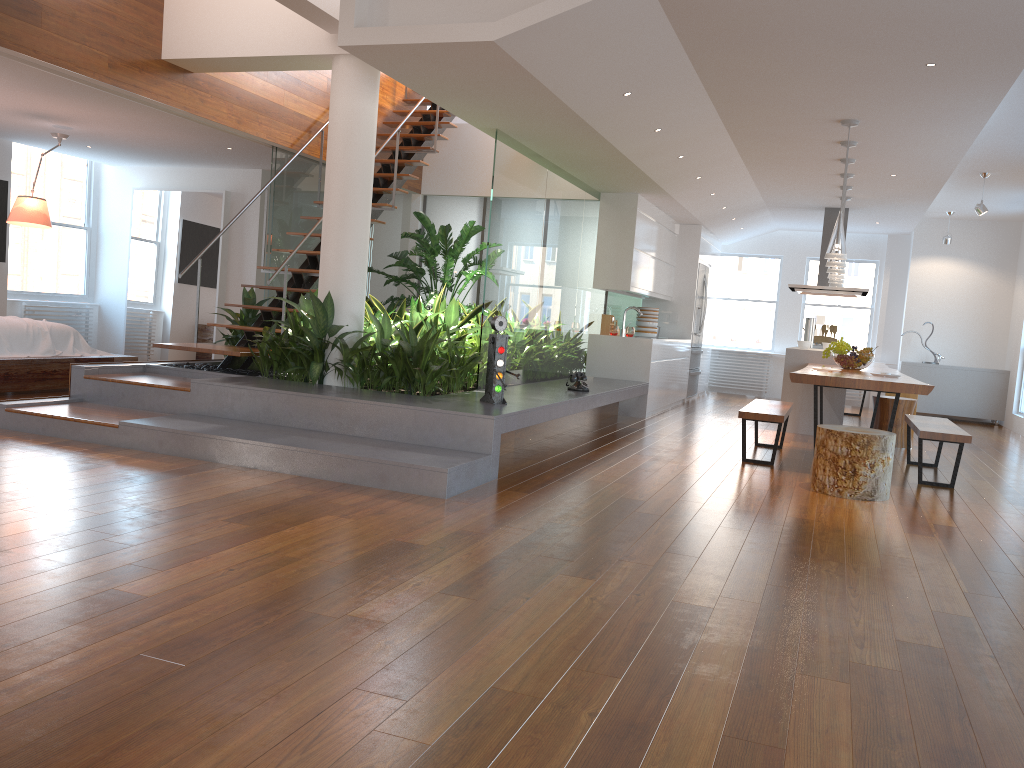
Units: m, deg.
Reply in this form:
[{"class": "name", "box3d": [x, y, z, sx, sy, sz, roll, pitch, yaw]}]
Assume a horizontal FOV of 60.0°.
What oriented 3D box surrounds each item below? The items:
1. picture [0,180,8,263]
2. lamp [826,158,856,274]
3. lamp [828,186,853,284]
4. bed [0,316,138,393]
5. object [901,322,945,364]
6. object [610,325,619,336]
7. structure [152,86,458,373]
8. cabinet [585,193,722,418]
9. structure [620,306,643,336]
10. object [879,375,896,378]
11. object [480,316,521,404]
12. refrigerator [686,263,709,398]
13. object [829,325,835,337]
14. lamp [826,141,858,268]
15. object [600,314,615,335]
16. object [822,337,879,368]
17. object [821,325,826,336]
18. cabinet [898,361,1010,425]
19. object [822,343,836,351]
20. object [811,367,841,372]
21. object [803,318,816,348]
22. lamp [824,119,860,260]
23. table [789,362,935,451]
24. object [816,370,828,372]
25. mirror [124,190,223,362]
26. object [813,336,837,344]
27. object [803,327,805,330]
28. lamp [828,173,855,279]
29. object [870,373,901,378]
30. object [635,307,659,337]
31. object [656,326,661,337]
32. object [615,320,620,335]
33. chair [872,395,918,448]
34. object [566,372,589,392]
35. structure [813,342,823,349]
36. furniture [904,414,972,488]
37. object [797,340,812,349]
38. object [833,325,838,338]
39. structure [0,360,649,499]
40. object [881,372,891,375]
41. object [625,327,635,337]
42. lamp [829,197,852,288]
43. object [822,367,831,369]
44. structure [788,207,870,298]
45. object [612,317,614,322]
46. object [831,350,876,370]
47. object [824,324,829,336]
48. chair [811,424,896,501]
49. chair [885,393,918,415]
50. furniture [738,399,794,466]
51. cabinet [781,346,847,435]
[{"class": "picture", "box3d": [-5.851, -1.645, 7.985, 0.001, 0.854, 2.969, 6, 5, 20]}, {"class": "lamp", "box3d": [2.907, -1.507, 7.803, 0.160, 1.060, 0.160, 0, 6, -43]}, {"class": "lamp", "box3d": [3.405, -1.573, 9.159, 0.160, 1.060, 0.160, 0, 6, -43]}, {"class": "bed", "box3d": [-4.930, -0.330, 7.589, 2.314, 0.595, 2.207, 6, 5, 20]}, {"class": "object", "box3d": [5.602, -0.564, 12.039, 0.590, 0.563, 0.210, 4, 4, -9]}, {"class": "object", "box3d": [1.081, -0.567, 9.394, 0.094, 0.106, 0.094, 7, 5, 25]}, {"class": "structure", "box3d": [-0.605, -2.007, 8.094, 2.552, 4.265, 4.591, 6, 5, 20]}, {"class": "cabinet", "box3d": [1.924, -0.903, 11.223, 0.676, 2.280, 4.565, 6, 5, 20]}, {"class": "structure", "box3d": [1.398, -0.640, 10.357, 0.248, 0.536, 0.115, 6, 5, 20]}, {"class": "object", "box3d": [2.776, -0.059, 6.545, 0.158, 0.017, 0.019, 6, 5, 15]}, {"class": "object", "box3d": [-0.059, -0.148, 5.634, 0.134, 0.565, 0.318, 2, 5, -34]}, {"class": "refrigerator", "box3d": [2.213, -0.717, 11.917, 0.725, 1.772, 0.908, 6, 5, 20]}, {"class": "object", "box3d": [4.055, -0.602, 11.273, 0.068, 0.298, 0.039, 6, 5, 20]}, {"class": "lamp", "box3d": [2.659, -1.475, 7.125, 0.160, 1.060, 0.160, 0, 6, -43]}, {"class": "object", "box3d": [1.046, -0.647, 9.692, 0.104, 0.222, 0.200, 6, 5, 20]}, {"class": "object", "box3d": [2.934, -0.261, 7.696, 0.394, 0.284, 0.292, 3, 5, -16]}, {"class": "object", "box3d": [3.969, -0.613, 11.322, 0.061, 0.299, 0.040, 6, 5, 17]}, {"class": "cabinet", "box3d": [5.926, 0.113, 12.000, 1.309, 0.725, 0.420, 6, 5, 20]}, {"class": "object", "box3d": [3.219, -0.373, 8.992, 0.152, 0.082, 0.152, 3, 5, -19]}, {"class": "object", "box3d": [2.422, -0.108, 6.836, 0.222, 0.020, 0.222, 2, 5, -30]}, {"class": "object", "box3d": [3.535, -0.603, 10.508, 0.172, 0.356, 0.120, 3, 5, -22]}, {"class": "lamp", "box3d": [2.410, -1.442, 6.447, 0.160, 1.060, 0.160, 0, 6, -43]}, {"class": "table", "box3d": [3.289, 0.181, 8.655, 0.893, 0.704, 5.996, 6, 5, 20]}, {"class": "object", "box3d": [2.375, -0.098, 6.746, 0.164, 0.006, 0.017, 7, 5, 25]}, {"class": "mirror", "box3d": [-3.944, -1.206, 10.291, 1.267, 2.044, 0.049, 6, 5, 20]}, {"class": "object", "box3d": [3.959, -0.534, 11.319, 0.353, 0.157, 0.084, 6, 5, 20]}, {"class": "object", "box3d": [3.821, -0.612, 11.374, 0.199, 0.259, 0.016, 7, 5, 30]}, {"class": "lamp", "box3d": [3.156, -1.540, 8.481, 0.160, 1.060, 0.160, 0, 6, -43]}, {"class": "object", "box3d": [2.800, -0.064, 6.649, 0.222, 0.020, 0.222, 5, 5, 12]}, {"class": "object", "box3d": [1.650, -0.755, 10.850, 0.266, 0.356, 0.267, 0, 6, -44]}, {"class": "object", "box3d": [1.745, -0.694, 11.230, 0.284, 0.196, 0.265, 2, 5, -28]}, {"class": "object", "box3d": [1.143, -0.631, 9.922, 0.100, 0.170, 0.173, 6, 5, 21]}, {"class": "chair", "box3d": [3.605, 0.356, 8.411, 0.396, 0.455, 0.402, 5, 4, 10]}, {"class": "object", "box3d": [0.531, -0.024, 7.254, 0.216, 0.155, 0.181, 3, 5, -15]}, {"class": "structure", "box3d": [3.815, -0.469, 10.900, 0.520, 0.073, 0.650, 6, 5, 20]}, {"class": "furniture", "box3d": [3.122, 0.489, 6.594, 0.316, 0.389, 1.433, 6, 5, 20]}, {"class": "object", "box3d": [3.028, -0.404, 9.192, 0.152, 0.082, 0.152, 2, 5, -31]}, {"class": "object", "box3d": [4.096, -0.599, 11.277, 0.057, 0.294, 0.030, 6, 5, 20]}, {"class": "structure", "box3d": [-0.800, 0.118, 7.562, 3.088, 0.386, 5.584, 6, 5, 20]}, {"class": "object", "box3d": [2.801, -0.070, 6.648, 0.070, 0.030, 0.079, 2, 5, -27]}, {"class": "object", "box3d": [1.235, -0.546, 9.289, 0.094, 0.106, 0.094, 7, 5, 25]}, {"class": "lamp", "box3d": [3.654, -1.606, 9.837, 0.160, 1.060, 0.160, 0, 6, -43]}, {"class": "object", "box3d": [2.423, -0.114, 6.836, 0.070, 0.030, 0.079, 3, 5, -17]}, {"class": "structure", "box3d": [3.913, -1.790, 10.771, 0.909, 1.405, 0.900, 6, 5, 20]}, {"class": "object", "box3d": [1.094, -0.637, 9.711, 0.040, 0.192, 0.042, 3, 5, -20]}, {"class": "object", "box3d": [2.948, -0.196, 7.679, 0.360, 0.159, 0.360, 3, 5, -17]}, {"class": "object", "box3d": [3.995, -0.609, 11.292, 0.057, 0.299, 0.019, 6, 5, 20]}, {"class": "chair", "box3d": [2.125, 0.483, 5.532, 0.460, 0.400, 0.460, 7, 5, 30]}, {"class": "chair", "box3d": [4.560, 0.282, 10.419, 0.344, 0.430, 0.549, 6, 5, 24]}, {"class": "furniture", "box3d": [2.006, 0.370, 6.997, 0.316, 0.389, 1.433, 6, 5, 20]}, {"class": "cabinet", "box3d": [3.461, 0.021, 10.073, 0.597, 0.832, 2.936, 6, 5, 20]}]
